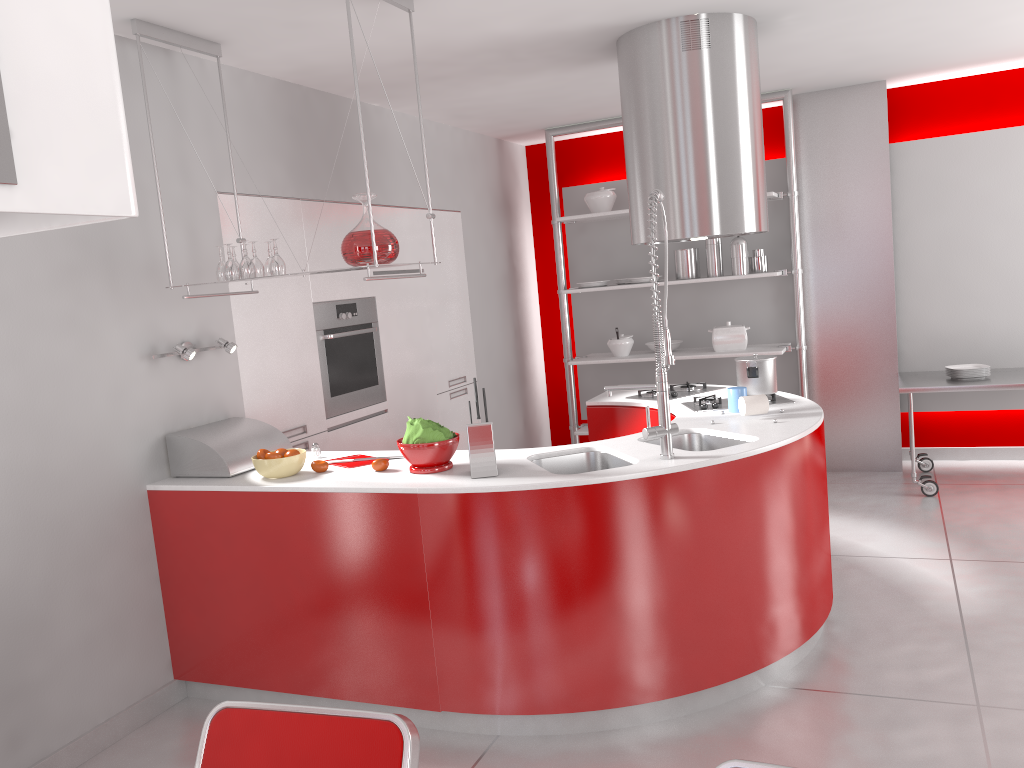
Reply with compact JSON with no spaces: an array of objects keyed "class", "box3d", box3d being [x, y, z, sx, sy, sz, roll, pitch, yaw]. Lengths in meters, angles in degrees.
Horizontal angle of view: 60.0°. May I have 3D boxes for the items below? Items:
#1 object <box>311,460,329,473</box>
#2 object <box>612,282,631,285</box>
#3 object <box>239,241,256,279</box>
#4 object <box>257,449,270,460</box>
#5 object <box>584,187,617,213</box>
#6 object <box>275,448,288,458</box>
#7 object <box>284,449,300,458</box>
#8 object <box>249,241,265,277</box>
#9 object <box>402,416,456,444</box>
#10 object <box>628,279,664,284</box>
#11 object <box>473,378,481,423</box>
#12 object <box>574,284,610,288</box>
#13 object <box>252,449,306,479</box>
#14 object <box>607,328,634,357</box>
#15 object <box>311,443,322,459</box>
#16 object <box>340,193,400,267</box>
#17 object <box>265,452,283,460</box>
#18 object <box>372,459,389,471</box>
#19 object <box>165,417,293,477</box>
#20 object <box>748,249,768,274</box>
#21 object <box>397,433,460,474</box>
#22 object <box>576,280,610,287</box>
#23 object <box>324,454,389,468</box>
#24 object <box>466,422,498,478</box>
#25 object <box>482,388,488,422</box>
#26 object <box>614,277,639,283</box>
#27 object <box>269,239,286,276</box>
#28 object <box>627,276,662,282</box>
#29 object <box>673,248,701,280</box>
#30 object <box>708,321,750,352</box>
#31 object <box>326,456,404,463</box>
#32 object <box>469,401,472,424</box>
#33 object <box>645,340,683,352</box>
[{"class":"object","box3d":[-0.730,0.314,3.372,0.065,0.047,0.063,-2,7,23]},{"class":"object","box3d":[0.864,-0.737,6.468,0.280,0.015,0.280,-9,8,-29]},{"class":"object","box3d":[-0.989,-0.461,3.299,0.060,0.141,0.060,-5,7,1]},{"class":"object","box3d":[-0.946,0.276,3.395,0.055,0.058,0.066,-4,7,9]},{"class":"object","box3d":[0.631,-1.303,6.319,0.231,0.191,0.231,-8,7,-26]},{"class":"object","box3d":[-0.888,0.273,3.417,0.066,0.049,0.062,-3,7,20]},{"class":"object","box3d":[-0.837,0.273,3.374,0.066,0.049,0.062,-1,8,31]},{"class":"object","box3d":[-0.980,-0.471,3.384,0.060,0.141,0.060,-2,7,23]},{"class":"object","box3d":[-0.294,0.200,3.217,0.198,0.182,0.193,-2,8,29]},{"class":"object","box3d":[0.929,-0.710,6.185,0.280,0.015,0.280,-10,8,-37]},{"class":"object","box3d":[-0.114,0.142,3.086,0.014,0.322,0.150,-6,7,-5]},{"class":"object","box3d":[0.585,-0.698,6.350,0.280,0.015,0.280,-9,8,-29]},{"class":"object","box3d":[-0.881,0.308,3.372,0.201,0.086,0.201,-2,7,24]},{"class":"object","box3d":[0.780,-0.306,6.377,0.192,0.214,0.192,-4,7,10]},{"class":"object","box3d":[-0.811,0.275,3.669,0.043,0.066,0.042,0,8,36]},{"class":"object","box3d":[-0.526,-0.560,3.246,0.213,0.266,0.213,-10,8,-38]},{"class":"object","box3d":[-0.899,0.281,3.357,0.065,0.052,0.062,-4,7,8]},{"class":"object","box3d":[-0.488,0.299,3.289,0.064,0.048,0.063,-5,7,2]},{"class":"object","box3d":[-1.152,0.251,3.648,0.300,0.170,0.400,-2,7,23]},{"class":"object","box3d":[1.672,-0.834,6.027,0.127,0.157,0.127,-1,8,34]},{"class":"object","box3d":[-0.299,0.253,3.227,0.229,0.118,0.228,-6,7,-5]},{"class":"object","box3d":[0.584,-0.711,6.348,0.244,0.042,0.244,-4,7,8]},{"class":"object","box3d":[-0.625,0.306,3.518,0.168,0.006,0.266,-11,9,-39]},{"class":"object","box3d":[-0.106,0.221,3.068,0.091,0.178,0.137,-6,7,-3]},{"class":"object","box3d":[-0.084,0.156,3.081,0.012,0.279,0.130,-6,7,-5]},{"class":"object","box3d":[0.863,-0.751,6.466,0.244,0.042,0.244,-3,7,15]},{"class":"object","box3d":[-0.888,-0.475,3.345,0.060,0.141,0.060,-2,7,23]},{"class":"object","box3d":[0.927,-0.724,6.184,0.244,0.042,0.244,-4,7,8]},{"class":"object","box3d":[1.204,-0.827,6.124,0.184,0.205,0.172,-2,8,29]},{"class":"object","box3d":[1.501,-0.333,6.126,0.282,0.197,0.235,-4,7,14]},{"class":"object","box3d":[-0.570,0.295,3.512,0.375,0.008,0.041,-5,7,0]},{"class":"object","box3d":[-0.138,0.159,3.078,0.009,0.197,0.091,-6,7,-5]},{"class":"object","box3d":[1.100,-0.267,6.409,0.272,0.072,0.272,-7,7,-12]}]
